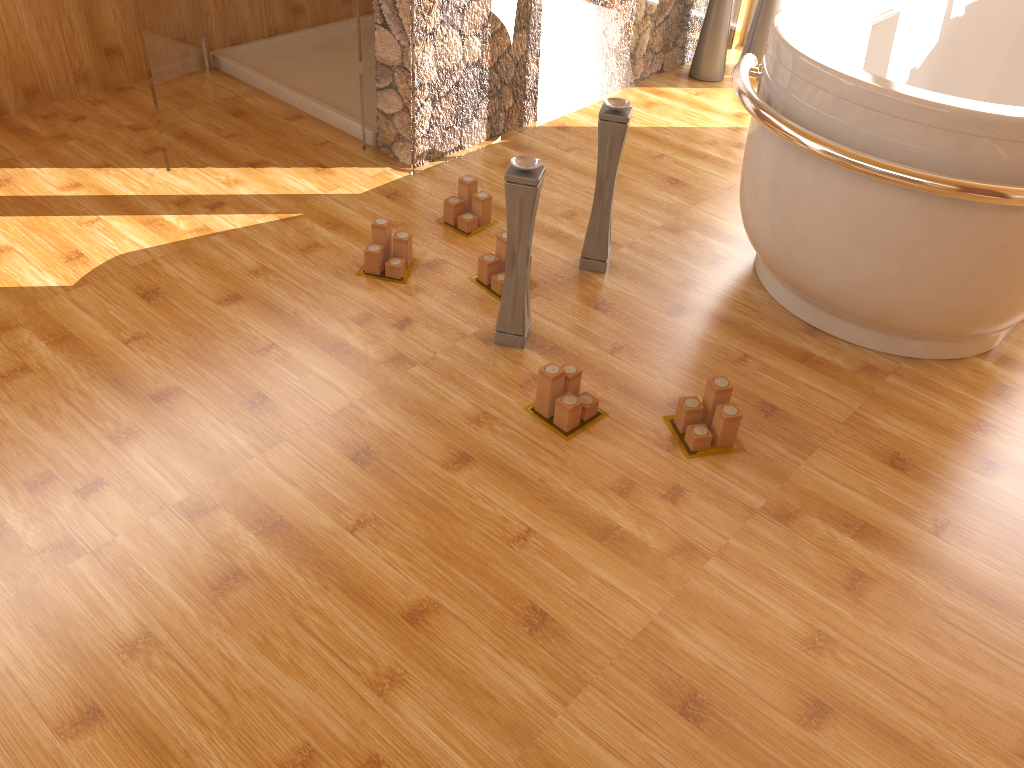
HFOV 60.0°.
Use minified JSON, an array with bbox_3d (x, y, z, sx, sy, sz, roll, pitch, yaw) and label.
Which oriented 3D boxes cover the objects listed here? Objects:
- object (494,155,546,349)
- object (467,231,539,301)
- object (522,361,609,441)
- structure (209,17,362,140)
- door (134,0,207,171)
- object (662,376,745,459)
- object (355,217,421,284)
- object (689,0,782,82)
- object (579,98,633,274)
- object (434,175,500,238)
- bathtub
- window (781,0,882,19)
[{"bbox_3d":[-0.166,-1.548,2.463,0.347,1.921,2.276,-1,39,-6],"label":"object"},{"bbox_3d":[-0.020,-0.331,2.401,0.141,0.131,0.141,-25,48,-32],"label":"object"},{"bbox_3d":[0.127,0.014,1.991,0.141,0.131,0.141,-29,50,-34],"label":"object"},{"bbox_3d":[-0.524,-1.278,3.582,1.000,0.050,0.955,32,46,30],"label":"structure"},{"bbox_3d":[-1.104,-1.806,2.468,0.077,2.147,0.983,-2,39,-8],"label":"door"},{"bbox_3d":[0.436,0.062,1.962,0.141,0.131,0.141,-7,40,-14],"label":"object"},{"bbox_3d":[-0.338,-0.375,2.424,0.141,0.131,0.141,12,40,9],"label":"object"},{"bbox_3d":[1.085,-1.795,3.534,0.655,1.112,0.284,-15,43,-23],"label":"object"},{"bbox_3d":[0.251,-0.527,2.394,0.080,0.478,0.080,11,39,8],"label":"object"},{"bbox_3d":[-0.132,-0.542,2.650,0.141,0.131,0.141,32,46,29],"label":"object"},{"bbox_3d":[1.371,-0.794,2.495,0.977,0.900,1.946,34,47,31],"label":"bathtub"},{"bbox_3d":[1.435,-2.238,3.409,0.581,1.900,0.010,32,46,30],"label":"window"}]
